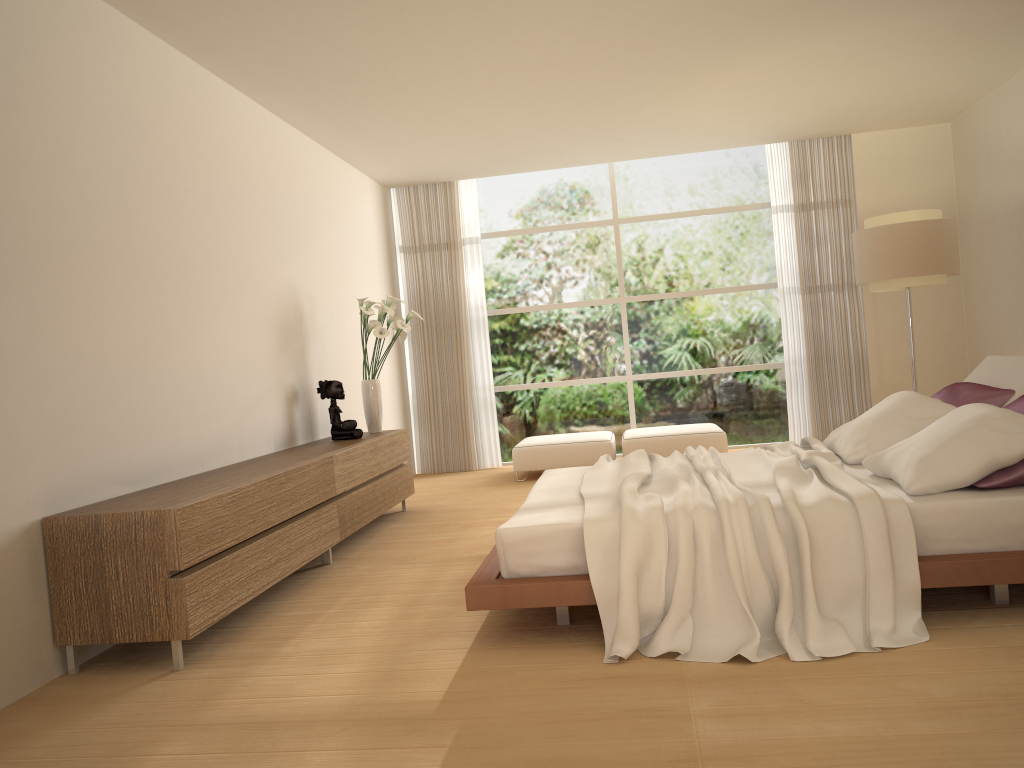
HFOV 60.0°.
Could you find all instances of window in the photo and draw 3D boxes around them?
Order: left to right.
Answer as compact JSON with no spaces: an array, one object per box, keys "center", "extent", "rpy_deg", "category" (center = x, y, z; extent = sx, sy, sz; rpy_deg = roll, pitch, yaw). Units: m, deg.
[{"center":[1.191,-0.904,9.556],"extent":[4.781,3.371,0.071],"rpy_deg":[-5,1,8],"category":"window"}]

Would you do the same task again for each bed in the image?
[{"center":[1.196,0.632,4.338],"extent":[2.535,0.570,2.599],"rpy_deg":[-5,1,8],"category":"bed"}]

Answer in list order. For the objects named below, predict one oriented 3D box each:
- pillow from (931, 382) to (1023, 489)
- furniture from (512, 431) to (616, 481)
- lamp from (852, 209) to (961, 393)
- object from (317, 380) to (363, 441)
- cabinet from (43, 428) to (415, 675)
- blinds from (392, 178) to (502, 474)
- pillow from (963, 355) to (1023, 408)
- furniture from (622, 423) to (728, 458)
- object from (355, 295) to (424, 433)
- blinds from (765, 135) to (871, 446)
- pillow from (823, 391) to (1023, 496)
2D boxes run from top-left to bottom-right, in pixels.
[{"center":[2.190,0.205,4.236],"extent":[0.575,0.369,1.683],"rpy_deg":[-5,1,8],"category":"pillow"},{"center":[0.535,0.692,8.725],"extent":[0.965,0.346,0.964],"rpy_deg":[-5,1,8],"category":"furniture"},{"center":[3.222,-0.345,7.141],"extent":[0.817,2.018,0.817],"rpy_deg":[-6,2,-39],"category":"lamp"},{"center":[-1.266,0.188,6.550],"extent":[0.282,0.453,0.181],"rpy_deg":[-5,1,8],"category":"object"},{"center":[-1.346,0.783,5.419],"extent":[0.588,0.662,3.713],"rpy_deg":[-5,1,8],"category":"cabinet"},{"center":[-0.722,-0.726,9.561],"extent":[0.950,3.352,0.211],"rpy_deg":[-5,1,6],"category":"blinds"},{"center":[2.509,0.106,4.199],"extent":[0.461,0.457,1.779],"rpy_deg":[-5,1,7],"category":"pillow"},{"center":[1.557,0.605,8.584],"extent":[0.965,0.346,0.964],"rpy_deg":[-5,1,8],"category":"furniture"},{"center":[-0.987,-0.168,6.998],"extent":[0.515,1.085,0.608],"rpy_deg":[-6,2,-34],"category":"object"},{"center":[3.104,-1.050,8.981],"extent":[0.814,3.351,0.202],"rpy_deg":[-5,1,7],"category":"blinds"},{"center":[1.923,0.243,4.267],"extent":[0.561,0.339,1.720],"rpy_deg":[-5,1,8],"category":"pillow"}]
